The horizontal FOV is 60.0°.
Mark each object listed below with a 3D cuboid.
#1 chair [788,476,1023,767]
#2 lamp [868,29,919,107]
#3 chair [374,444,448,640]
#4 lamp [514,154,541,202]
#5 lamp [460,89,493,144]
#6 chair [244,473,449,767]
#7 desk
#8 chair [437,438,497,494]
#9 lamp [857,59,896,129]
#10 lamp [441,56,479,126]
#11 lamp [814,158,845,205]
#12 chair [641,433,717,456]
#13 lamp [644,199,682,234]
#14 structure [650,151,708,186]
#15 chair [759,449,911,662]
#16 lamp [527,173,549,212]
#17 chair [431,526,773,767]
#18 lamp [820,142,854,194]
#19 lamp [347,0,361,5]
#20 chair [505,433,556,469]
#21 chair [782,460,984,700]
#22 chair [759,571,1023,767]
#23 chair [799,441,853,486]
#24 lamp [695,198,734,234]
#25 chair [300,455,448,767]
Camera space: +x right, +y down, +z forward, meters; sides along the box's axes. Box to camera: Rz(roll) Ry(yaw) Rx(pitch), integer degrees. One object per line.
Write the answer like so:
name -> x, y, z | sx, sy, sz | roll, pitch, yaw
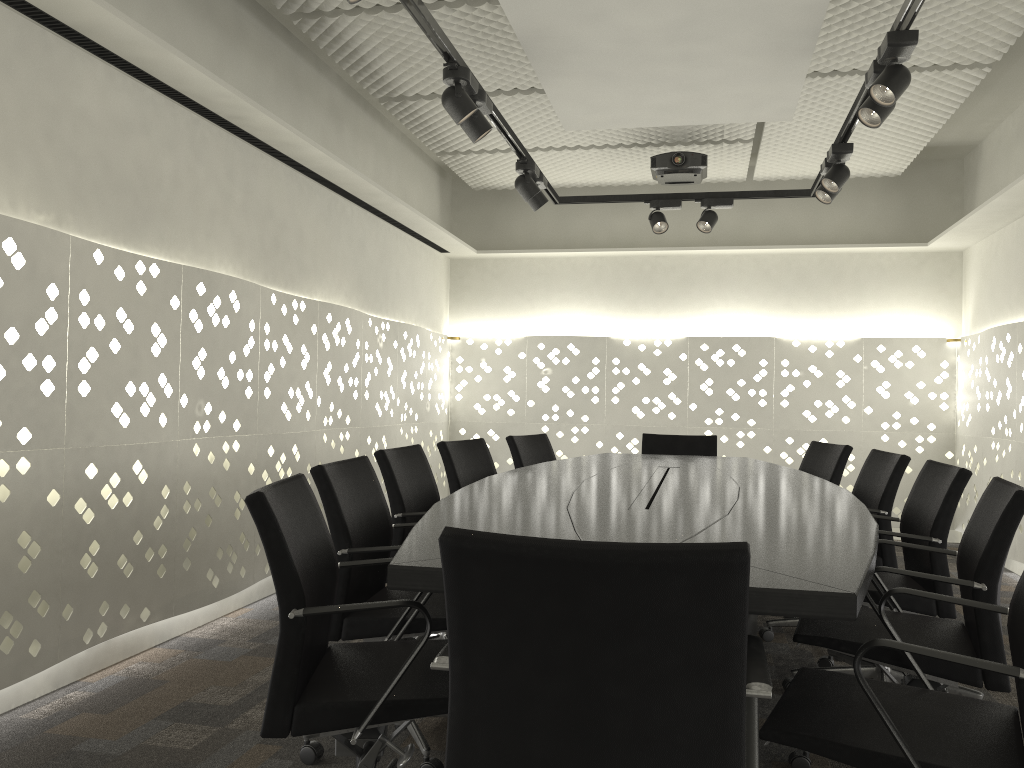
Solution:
chair -> 0.994, 0.613, 2.190 | 0.579, 0.757, 0.559 | 1, -1, 27
lamp -> 1.181, -0.984, 2.763 | 0.126, 0.224, 0.213 | 1, -1, 15
chair -> -0.206, 0.605, 3.141 | 0.579, 0.757, 0.559 | 1, -1, 17
lamp -> 0.082, -0.980, 4.259 | 0.126, 0.224, 0.213 | 1, -1, 15
lamp -> -0.126, -1.000, 3.297 | 0.126, 0.224, 0.213 | 1, -1, 15
chair -> -0.280, 0.582, 1.835 | 0.579, 0.757, 0.559 | 1, -1, 2
desk -> 0.501, 0.668, 3.024 | 1.223, 0.658, 3.364 | 1, -1, 12
chair -> -0.027, 0.619, 3.753 | 0.579, 0.757, 0.559 | 1, -1, 27
lamp -> 1.228, -0.979, 2.981 | 0.126, 0.224, 0.213 | 1, -1, 15
lamp -> -0.173, -1.005, 3.079 | 0.126, 0.224, 0.213 | 1, -1, 15
lamp -> 1.478, -0.955, 4.135 | 0.126, 0.224, 0.213 | 1, -1, 15
chair -> 0.903, 0.655, 4.761 | 0.559, 0.757, 0.579 | 1, -1, 17
lamp -> 0.845, -0.953, 4.975 | 0.213, 0.224, 0.126 | 1, -1, 15
structure -> 0.997, -1.282, 5.282 | 0.327, 0.144, 0.371 | 1, -1, 12
chair -> 1.276, 0.641, 3.503 | 0.579, 0.757, 0.559 | 1, -1, 12
lamp -> 0.129, -0.975, 4.477 | 0.126, 0.224, 0.213 | 1, -1, 15
chair -> 0.126, 0.582, 1.376 | 0.559, 0.757, 0.579 | 1, -1, 17
lamp -> 1.431, -0.959, 3.917 | 0.126, 0.224, 0.213 | 1, -1, 15
lamp -> -0.376, -1.025, 2.143 | 0.126, 0.224, 0.213 | 1, -1, 15
chair -> 0.260, 0.637, 4.432 | 0.579, 0.757, 0.559 | 1, -1, 32
chair -> 1.172, 0.627, 2.841 | 0.579, 0.757, 0.559 | 1, -1, 17
chair -> 0.746, 0.597, 1.544 | 0.579, 0.757, 0.559 | 1, -1, 32
chair -> 1.305, 0.653, 4.188 | 0.579, 0.757, 0.559 | 1, -1, 2
lamp -> 1.124, -0.948, 4.924 | 0.214, 0.224, 0.118 | 1, -1, 1
chair -> -0.274, 0.592, 2.450 | 0.579, 0.757, 0.559 | 1, -1, 12
